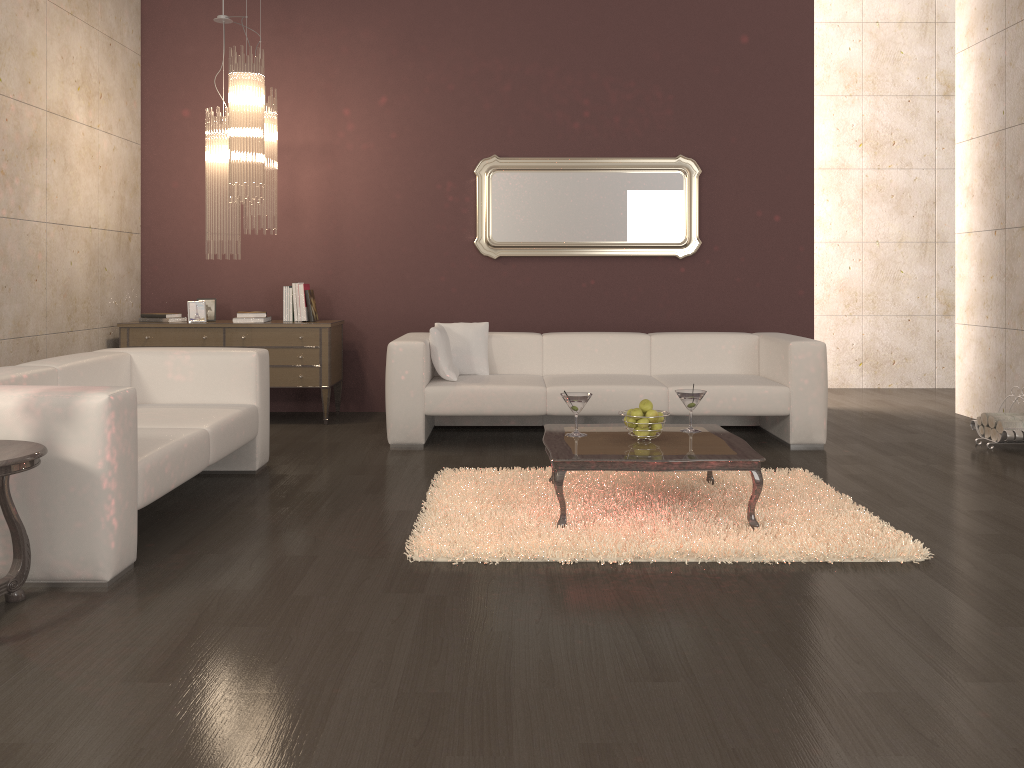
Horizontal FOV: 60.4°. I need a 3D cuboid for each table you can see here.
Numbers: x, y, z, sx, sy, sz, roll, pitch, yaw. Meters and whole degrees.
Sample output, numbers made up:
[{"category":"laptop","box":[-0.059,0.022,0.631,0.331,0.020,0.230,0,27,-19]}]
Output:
[{"category":"table","box":[-1.690,0.468,2.674,0.513,0.520,0.526,1,4,23]},{"category":"table","box":[0.595,0.403,3.986,0.913,0.302,0.910,0,6,-1]}]

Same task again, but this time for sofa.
[{"category":"sofa","box":[-1.816,0.229,3.962,0.943,0.648,2.039,0,6,0]},{"category":"sofa","box":[0.592,-0.003,5.915,2.781,0.650,0.949,0,5,0]}]

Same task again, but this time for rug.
[{"category":"rug","box":[0.580,0.551,3.971,1.997,0.067,1.519,0,7,0]}]

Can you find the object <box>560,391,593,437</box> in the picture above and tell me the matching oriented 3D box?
[{"category":"object","box":[0.300,0.130,4.100,0.151,0.216,0.152,0,2,-7]}]

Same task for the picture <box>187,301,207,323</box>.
[{"category":"picture","box":[-2.303,-0.528,6.437,0.128,0.156,0.051,-2,1,-30]}]

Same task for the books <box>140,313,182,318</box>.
[{"category":"books","box":[-2.602,-0.508,6.533,0.232,0.027,0.171,2,7,20]}]

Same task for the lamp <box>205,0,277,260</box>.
[{"category":"lamp","box":[-1.775,-2.262,5.983,0.484,2.832,0.484,0,0,37]}]

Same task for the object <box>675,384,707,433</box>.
[{"category":"object","box":[0.854,0.117,4.207,0.151,0.216,0.152,-1,2,-24]}]

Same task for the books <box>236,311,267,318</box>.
[{"category":"books","box":[-1.932,-0.516,6.544,0.211,0.034,0.290,-2,7,-15]}]

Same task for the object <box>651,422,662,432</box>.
[{"category":"object","box":[0.646,0.191,3.935,0.051,0.048,0.051,0,4,-5]}]

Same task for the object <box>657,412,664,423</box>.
[{"category":"object","box":[0.657,0.153,3.982,0.062,0.055,0.061,0,4,-7]}]

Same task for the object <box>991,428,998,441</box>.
[{"category":"object","box":[3.117,0.313,5.463,0.251,0.076,0.079,0,4,0]}]

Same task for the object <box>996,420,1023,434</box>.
[{"category":"object","box":[3.122,0.265,5.400,0.262,0.079,0.080,0,3,0]}]

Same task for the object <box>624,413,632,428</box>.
[{"category":"object","box":[0.539,0.166,3.979,0.066,0.066,0.066,-2,4,-33]}]

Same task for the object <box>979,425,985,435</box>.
[{"category":"object","box":[3.115,0.293,5.608,0.251,0.057,0.057,0,3,0]}]

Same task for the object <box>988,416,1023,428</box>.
[{"category":"object","box":[3.117,0.238,5.491,0.251,0.076,0.079,0,4,0]}]

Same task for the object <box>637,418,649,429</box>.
[{"category":"object","box":[0.581,0.173,3.904,0.053,0.051,0.054,0,4,4]}]

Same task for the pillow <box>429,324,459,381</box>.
[{"category":"pillow","box":[-0.444,-0.210,5.786,0.186,0.357,0.378,0,4,-1]}]

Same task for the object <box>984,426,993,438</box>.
[{"category":"object","box":[3.132,0.304,5.541,0.276,0.074,0.083,0,4,0]}]

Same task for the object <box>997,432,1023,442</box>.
[{"category":"object","box":[3.111,0.330,5.396,0.243,0.059,0.061,0,4,0]}]

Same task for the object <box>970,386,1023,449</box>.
[{"category":"object","box":[3.180,0.203,5.499,0.502,0.379,0.433,0,4,0]}]

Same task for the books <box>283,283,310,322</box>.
[{"category":"books","box":[-1.604,-0.614,6.595,0.178,0.289,0.205,0,2,0]}]

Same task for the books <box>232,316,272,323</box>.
[{"category":"books","box":[-1.923,-0.479,6.529,0.224,0.035,0.309,-1,7,-5]}]

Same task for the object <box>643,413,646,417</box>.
[{"category":"object","box":[0.596,0.129,4.008,0.045,0.049,0.050,1,4,15]}]

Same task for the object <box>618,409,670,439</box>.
[{"category":"object","box":[0.595,0.189,3.969,0.234,0.118,0.234,-5,8,-45]}]

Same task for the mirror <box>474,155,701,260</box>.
[{"category":"mirror","box":[0.592,-1.385,6.895,1.782,0.824,0.047,0,0,0]}]

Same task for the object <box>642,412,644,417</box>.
[{"category":"object","box":[0.569,0.142,3.955,0.045,0.043,0.046,-2,4,-29]}]

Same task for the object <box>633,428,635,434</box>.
[{"category":"object","box":[0.577,0.210,4.002,0.055,0.054,0.055,1,3,11]}]

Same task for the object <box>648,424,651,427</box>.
[{"category":"object","box":[0.621,0.166,4.022,0.061,0.062,0.061,-2,4,-35]}]

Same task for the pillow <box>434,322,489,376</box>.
[{"category":"pillow","box":[-0.345,-0.243,6.054,0.376,0.361,0.169,0,1,-2]}]

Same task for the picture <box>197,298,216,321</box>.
[{"category":"picture","box":[-2.295,-0.556,6.609,0.141,0.171,0.078,-1,1,-15]}]

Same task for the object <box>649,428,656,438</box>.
[{"category":"object","box":[0.629,0.220,3.972,0.044,0.043,0.043,0,3,4]}]

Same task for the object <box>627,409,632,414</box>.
[{"category":"object","box":[0.552,0.140,4.027,0.054,0.054,0.054,-3,4,-38]}]

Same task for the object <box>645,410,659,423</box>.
[{"category":"object","box":[0.626,0.145,3.927,0.062,0.061,0.057,-2,4,-31]}]

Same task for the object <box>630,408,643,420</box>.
[{"category":"object","box":[0.553,0.133,3.914,0.053,0.051,0.054,0,4,1]}]

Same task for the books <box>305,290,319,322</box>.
[{"category":"books","box":[-1.500,-0.587,6.592,0.068,0.237,0.173,0,2,0]}]

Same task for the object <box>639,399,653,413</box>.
[{"category":"object","box":[0.603,0.100,3.962,0.062,0.064,0.062,0,3,0]}]

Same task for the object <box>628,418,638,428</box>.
[{"category":"object","box":[0.540,0.173,3.932,0.045,0.045,0.044,-1,3,-8]}]

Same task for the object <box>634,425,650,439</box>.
[{"category":"object","box":[0.582,0.212,3.938,0.069,0.063,0.067,4,5,45]}]

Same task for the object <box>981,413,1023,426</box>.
[{"category":"object","box":[3.115,0.223,5.577,0.251,0.082,0.082,0,3,0]}]

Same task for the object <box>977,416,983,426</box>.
[{"category":"object","box":[3.115,0.237,5.638,0.251,0.057,0.057,0,3,0]}]

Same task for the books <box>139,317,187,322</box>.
[{"category":"books","box":[-2.595,-0.481,6.554,0.275,0.032,0.202,2,7,20]}]

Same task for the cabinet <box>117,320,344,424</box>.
[{"category":"cabinet","box":[-2.058,-0.098,6.540,1.527,0.729,0.534,0,2,0]}]
